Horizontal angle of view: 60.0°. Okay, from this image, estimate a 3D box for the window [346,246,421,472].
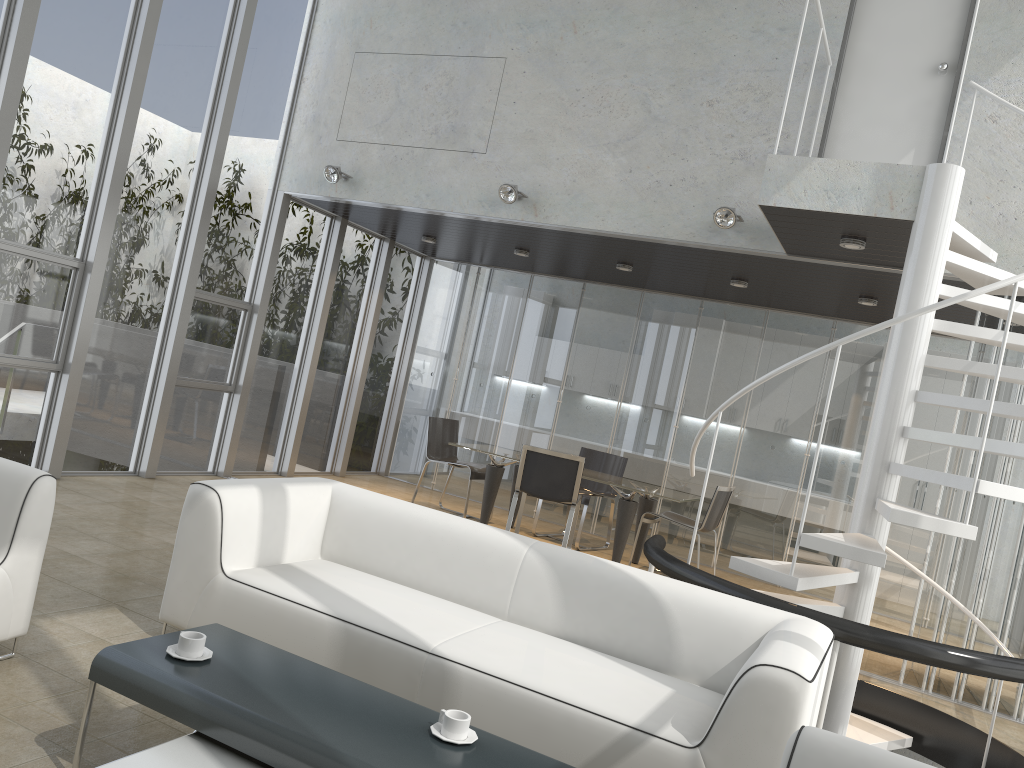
[{"bbox_3d":[-1.528,-0.267,10.343,0.010,2.645,0.741,12,0,25],"label":"window"}]

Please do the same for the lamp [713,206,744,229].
[{"bbox_3d":[1.537,-1.174,6.333,0.197,0.154,0.254,12,0,25],"label":"lamp"}]

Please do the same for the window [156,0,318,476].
[{"bbox_3d":[-2.324,-1.981,7.855,0.050,5.700,0.800,12,0,25],"label":"window"}]

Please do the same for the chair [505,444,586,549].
[{"bbox_3d":[0.307,1.023,7.735,0.546,0.922,0.660,12,0,10],"label":"chair"}]

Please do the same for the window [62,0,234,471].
[{"bbox_3d":[-2.712,-2.067,7.032,0.010,5.650,0.741,12,0,25],"label":"window"}]

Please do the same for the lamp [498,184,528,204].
[{"bbox_3d":[-0.001,-1.499,7.059,0.197,0.154,0.254,12,0,25],"label":"lamp"}]

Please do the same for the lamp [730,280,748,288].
[{"bbox_3d":[1.996,-0.882,7.798,0.149,0.038,0.149,12,0,40],"label":"lamp"}]

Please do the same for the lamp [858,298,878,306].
[{"bbox_3d":[2.948,-0.681,7.349,0.149,0.038,0.149,12,0,40],"label":"lamp"}]

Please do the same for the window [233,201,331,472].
[{"bbox_3d":[-2.277,-0.434,8.685,0.010,2.645,0.741,12,0,25],"label":"window"}]

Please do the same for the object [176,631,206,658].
[{"bbox_3d":[-0.953,0.772,2.636,0.075,0.057,0.090,12,0,-17],"label":"object"}]

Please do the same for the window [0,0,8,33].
[{"bbox_3d":[-3.460,-2.234,5.373,0.010,5.650,0.741,12,0,25],"label":"window"}]

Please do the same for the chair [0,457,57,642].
[{"bbox_3d":[-2.172,0.541,3.016,0.720,0.635,0.829,12,0,15],"label":"chair"}]

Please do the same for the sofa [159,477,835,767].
[{"bbox_3d":[-0.106,0.983,3.664,2.601,0.638,0.971,12,0,25],"label":"sofa"}]

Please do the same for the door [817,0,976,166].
[{"bbox_3d":[2.661,-2.151,6.124,0.800,2.100,0.100,12,0,25],"label":"door"}]

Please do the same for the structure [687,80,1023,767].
[{"bbox_3d":[0.508,1.074,6.983,6.700,6.900,4.916,12,0,25],"label":"structure"}]

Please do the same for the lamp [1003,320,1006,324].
[{"bbox_3d":[3.899,-0.480,6.899,0.149,0.038,0.149,12,0,40],"label":"lamp"}]

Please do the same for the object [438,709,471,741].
[{"bbox_3d":[-0.157,0.941,2.456,0.075,0.057,0.090,12,0,-17],"label":"object"}]

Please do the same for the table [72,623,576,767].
[{"bbox_3d":[-0.492,1.103,2.469,1.420,0.390,0.532,12,0,25],"label":"table"}]

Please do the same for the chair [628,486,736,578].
[{"bbox_3d":[1.502,1.278,7.793,0.660,0.922,0.546,12,0,30],"label":"chair"}]

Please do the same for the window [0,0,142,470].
[{"bbox_3d":[-3.073,-2.148,6.196,0.050,5.700,0.800,12,0,25],"label":"window"}]

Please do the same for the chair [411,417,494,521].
[{"bbox_3d":[-0.523,0.850,8.756,0.660,0.922,0.546,12,0,30],"label":"chair"}]

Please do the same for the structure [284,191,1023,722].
[{"bbox_3d":[-1.293,-2.240,5.165,9.817,6.605,10.665,12,0,24],"label":"structure"}]

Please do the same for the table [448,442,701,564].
[{"bbox_3d":[0.511,1.158,8.266,2.250,0.733,0.900,12,0,25],"label":"table"}]

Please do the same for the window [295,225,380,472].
[{"bbox_3d":[-1.902,-0.350,9.514,0.010,2.645,0.741,12,0,25],"label":"window"}]

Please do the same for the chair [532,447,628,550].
[{"bbox_3d":[0.673,1.105,8.704,0.546,0.922,0.660,12,0,35],"label":"chair"}]

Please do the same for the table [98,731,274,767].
[{"bbox_3d":[-0.474,1.164,2.234,0.901,0.276,0.929,12,0,25],"label":"table"}]

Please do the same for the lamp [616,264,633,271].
[{"bbox_3d":[1.045,-1.084,8.248,0.149,0.038,0.149,12,0,40],"label":"lamp"}]

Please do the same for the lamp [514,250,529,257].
[{"bbox_3d":[0.094,-1.285,8.697,0.149,0.038,0.149,12,0,40],"label":"lamp"}]

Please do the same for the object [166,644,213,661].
[{"bbox_3d":[-0.956,0.799,2.628,0.136,0.014,0.130,12,0,40],"label":"object"}]

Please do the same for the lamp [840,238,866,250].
[{"bbox_3d":[2.109,-0.868,5.491,0.149,0.038,0.149,12,0,40],"label":"lamp"}]

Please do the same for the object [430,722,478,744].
[{"bbox_3d":[-0.161,0.968,2.449,0.136,0.014,0.130,12,0,40],"label":"object"}]

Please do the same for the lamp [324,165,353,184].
[{"bbox_3d":[-1.544,-1.826,7.773,0.197,0.154,0.228,12,0,25],"label":"lamp"}]

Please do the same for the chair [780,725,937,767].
[{"bbox_3d":[0.772,1.164,1.732,0.720,0.635,0.829,12,0,30],"label":"chair"}]

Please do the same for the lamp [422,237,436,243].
[{"bbox_3d":[-0.857,-1.486,9.146,0.149,0.038,0.149,12,0,40],"label":"lamp"}]
